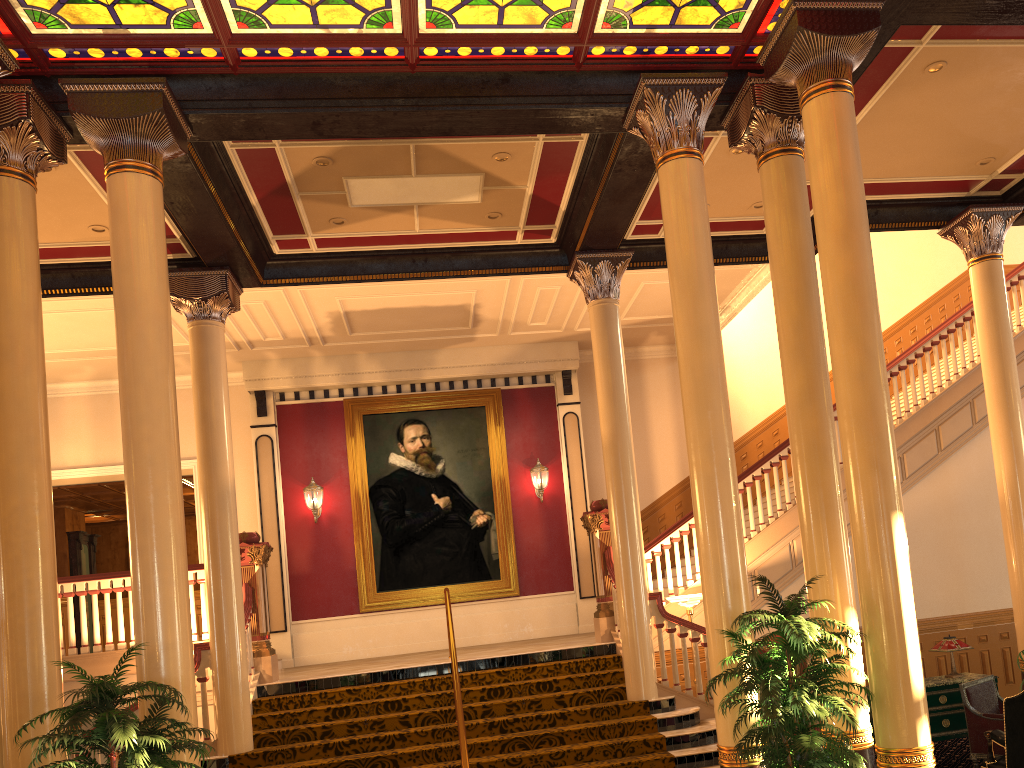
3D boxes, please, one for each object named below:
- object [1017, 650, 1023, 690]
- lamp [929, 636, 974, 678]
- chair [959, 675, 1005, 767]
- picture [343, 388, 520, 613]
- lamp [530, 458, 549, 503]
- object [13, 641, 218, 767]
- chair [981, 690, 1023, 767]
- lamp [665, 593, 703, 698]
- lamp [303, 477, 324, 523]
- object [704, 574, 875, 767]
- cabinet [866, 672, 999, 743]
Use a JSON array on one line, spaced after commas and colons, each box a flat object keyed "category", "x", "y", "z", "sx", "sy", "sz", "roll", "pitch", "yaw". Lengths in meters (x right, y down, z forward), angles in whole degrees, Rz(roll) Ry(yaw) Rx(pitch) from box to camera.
[{"category": "object", "x": 5.689, "y": 3.033, "z": 8.842, "sx": 0.971, "sy": 1.417, "sz": 1.175, "roll": -9, "pitch": -9, "yaw": 21}, {"category": "lamp", "x": 4.603, "y": 2.854, "z": 9.094, "sx": 0.322, "sy": 0.414, "sz": 0.321, "roll": -5, "pitch": -8, "yaw": -11}, {"category": "chair", "x": 4.697, "y": 3.220, "z": 8.122, "sx": 0.708, "sy": 0.908, "sz": 0.633, "roll": 0, "pitch": -9, "yaw": -38}, {"category": "picture", "x": -1.295, "y": 1.837, "z": 14.066, "sx": 2.567, "sy": 3.409, "sz": 0.055, "roll": -5, "pitch": -4, "yaw": -9}, {"category": "lamp", "x": 0.456, "y": 1.580, "z": 14.216, "sx": 0.320, "sy": 0.721, "sz": 0.397, "roll": -5, "pitch": -6, "yaw": -7}, {"category": "object", "x": -2.240, "y": 2.572, "z": 4.996, "sx": 1.100, "sy": 2.124, "sz": 1.031, "roll": -4, "pitch": -6, "yaw": -19}, {"category": "chair", "x": 4.183, "y": 2.871, "z": 6.880, "sx": 0.733, "sy": 1.084, "sz": 0.763, "roll": -7, "pitch": -7, "yaw": 7}, {"category": "lamp", "x": 2.174, "y": 3.482, "z": 10.214, "sx": 0.574, "sy": 1.987, "sz": 0.594, "roll": -7, "pitch": -5, "yaw": 10}, {"category": "lamp", "x": -3.096, "y": 1.822, "z": 13.626, "sx": 0.320, "sy": 0.721, "sz": 0.397, "roll": -5, "pitch": -6, "yaw": -7}, {"category": "object", "x": 1.866, "y": 2.294, "z": 5.707, "sx": 1.054, "sy": 2.124, "sz": 1.076, "roll": -11, "pitch": -8, "yaw": 40}, {"category": "cabinet", "x": 4.331, "y": 3.499, "z": 8.957, "sx": 1.264, "sy": 0.856, "sz": 0.555, "roll": -4, "pitch": -7, "yaw": -9}]
